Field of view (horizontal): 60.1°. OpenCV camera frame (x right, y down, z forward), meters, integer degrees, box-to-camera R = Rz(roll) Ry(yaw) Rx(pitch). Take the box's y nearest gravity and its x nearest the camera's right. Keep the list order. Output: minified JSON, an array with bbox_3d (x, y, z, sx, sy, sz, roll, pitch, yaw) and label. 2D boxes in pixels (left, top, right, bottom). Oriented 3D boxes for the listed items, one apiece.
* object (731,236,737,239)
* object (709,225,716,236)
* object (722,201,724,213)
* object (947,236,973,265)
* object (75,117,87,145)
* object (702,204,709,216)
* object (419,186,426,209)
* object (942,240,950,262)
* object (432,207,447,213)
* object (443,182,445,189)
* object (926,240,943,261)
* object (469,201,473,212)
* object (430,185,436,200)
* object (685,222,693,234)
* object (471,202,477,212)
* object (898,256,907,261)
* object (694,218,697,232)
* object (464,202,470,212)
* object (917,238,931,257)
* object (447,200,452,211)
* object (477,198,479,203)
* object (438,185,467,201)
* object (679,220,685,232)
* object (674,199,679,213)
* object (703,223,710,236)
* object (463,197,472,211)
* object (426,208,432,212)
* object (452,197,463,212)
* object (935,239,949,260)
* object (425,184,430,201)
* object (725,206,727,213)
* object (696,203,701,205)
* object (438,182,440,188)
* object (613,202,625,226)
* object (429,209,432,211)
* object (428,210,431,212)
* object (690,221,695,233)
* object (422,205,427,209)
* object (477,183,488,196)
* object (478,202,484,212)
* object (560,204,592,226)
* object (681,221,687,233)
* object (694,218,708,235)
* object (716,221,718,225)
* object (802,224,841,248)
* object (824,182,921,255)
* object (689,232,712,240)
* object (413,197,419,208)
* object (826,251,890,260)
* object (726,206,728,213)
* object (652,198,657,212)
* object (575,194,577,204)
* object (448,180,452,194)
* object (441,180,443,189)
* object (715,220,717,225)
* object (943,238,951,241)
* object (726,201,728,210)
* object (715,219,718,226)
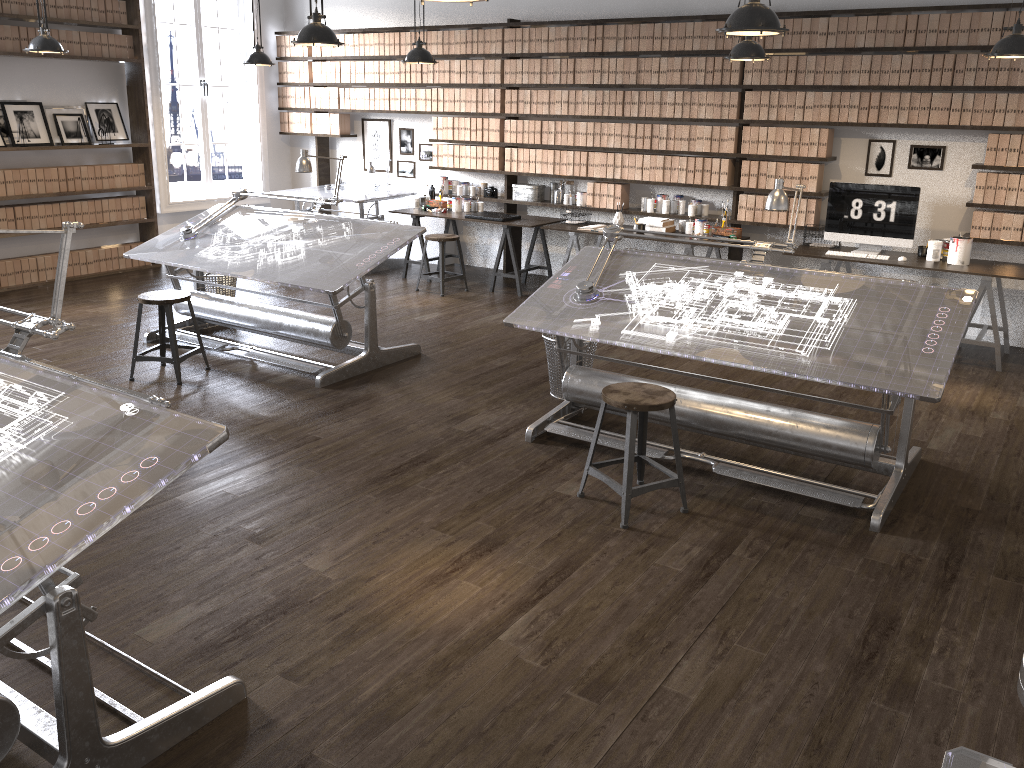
[{"bbox_3d":[1.807,-1.187,7.212,0.049,0.037,0.049,13,20,35],"label":"object"},{"bbox_3d":[1.682,-1.283,7.435,0.060,0.087,0.060,13,20,36],"label":"object"},{"bbox_3d":[1.749,-1.404,7.327,0.055,0.211,0.007,14,19,39],"label":"object"},{"bbox_3d":[3.192,-0.945,6.312,0.144,0.193,0.147,3,16,5],"label":"object"},{"bbox_3d":[-4.061,-2.376,8.334,0.040,0.257,0.125,11,18,32],"label":"object"},{"bbox_3d":[1.685,-1.517,7.724,0.062,0.094,0.062,-6,17,-24],"label":"object"},{"bbox_3d":[-0.903,-1.885,8.939,0.069,0.227,0.068,10,17,29],"label":"object"},{"bbox_3d":[3.161,-0.959,6.416,0.068,0.153,0.069,4,16,9],"label":"object"},{"bbox_3d":[-0.721,-1.715,8.717,0.132,0.050,0.199,-8,19,-26],"label":"object"},{"bbox_3d":[-0.696,-1.939,8.888,0.055,0.190,0.006,11,18,31],"label":"object"},{"bbox_3d":[3.067,-0.965,6.431,0.095,0.143,0.095,-8,18,-30],"label":"object"},{"bbox_3d":[-0.412,-1.770,8.822,0.045,0.100,0.045,11,18,32],"label":"object"},{"bbox_3d":[-0.817,-1.923,9.066,0.069,0.227,0.068,10,17,29],"label":"object"},{"bbox_3d":[1.508,-1.324,7.531,0.062,0.093,0.062,-1,16,-7],"label":"object"},{"bbox_3d":[-0.376,-1.755,8.778,0.062,0.092,0.064,-1,16,-7],"label":"object"},{"bbox_3d":[2.829,-0.907,6.414,0.059,0.028,0.107,11,20,28],"label":"object"},{"bbox_3d":[1.611,-1.348,7.571,0.095,0.126,0.095,10,18,28],"label":"object"},{"bbox_3d":[-0.446,-1.754,8.771,0.062,0.093,0.062,-4,16,-16],"label":"object"},{"bbox_3d":[3.079,-1.017,6.605,0.097,0.140,0.093,5,16,12],"label":"object"},{"bbox_3d":[-0.623,-1.779,8.821,0.050,0.110,0.049,10,18,29],"label":"object"},{"bbox_3d":[-0.345,-1.795,8.840,0.030,0.132,0.004,9,17,28],"label":"object"},{"bbox_3d":[-0.595,-1.933,8.975,0.346,0.144,0.077,-10,19,-33],"label":"object"},{"bbox_3d":[1.474,-1.365,7.659,0.062,0.093,0.062,-3,16,-15],"label":"object"},{"bbox_3d":[1.456,-1.571,7.845,0.045,0.126,0.045,-11,19,-37],"label":"object"},{"bbox_3d":[1.626,-1.284,7.394,0.050,0.110,0.049,12,19,35],"label":"object"},{"bbox_3d":[-0.446,-1.801,8.877,0.095,0.126,0.095,13,20,35],"label":"object"},{"bbox_3d":[-0.817,-1.722,8.771,0.011,0.017,0.173,-6,19,-24],"label":"object"},{"bbox_3d":[-0.545,-1.789,8.814,0.105,0.140,0.105,9,18,25],"label":"object"},{"bbox_3d":[3.147,-0.985,6.501,0.096,0.141,0.097,-12,20,-38],"label":"object"},{"bbox_3d":[-0.863,-1.906,8.996,0.069,0.234,0.068,10,17,29],"label":"object"},{"bbox_3d":[1.758,-1.383,7.314,0.022,0.178,0.006,-10,19,-37],"label":"object"},{"bbox_3d":[1.628,-1.526,7.748,0.044,0.101,0.045,8,17,24],"label":"object"},{"bbox_3d":[-0.714,-1.935,8.897,0.071,0.184,0.008,11,18,33],"label":"object"},{"bbox_3d":[0.962,-1.526,7.963,0.101,0.206,0.103,-2,16,-11],"label":"object"},{"bbox_3d":[-0.816,-1.717,8.764,0.006,0.006,0.158,5,18,12],"label":"object"},{"bbox_3d":[-0.825,-1.719,8.783,0.005,0.005,0.159,-5,19,-21],"label":"object"},{"bbox_3d":[1.542,-1.340,7.582,0.045,0.100,0.045,11,18,32],"label":"object"},{"bbox_3d":[-0.877,-1.778,8.915,0.049,0.037,0.049,10,19,28],"label":"object"},{"bbox_3d":[-0.299,-1.943,8.947,0.107,0.159,0.239,1,17,-1],"label":"object"},{"bbox_3d":[-0.311,-1.758,8.792,0.062,0.093,0.062,-1,16,-7],"label":"object"},{"bbox_3d":[0.584,-1.541,8.065,0.204,0.159,0.286,12,20,32],"label":"object"},{"bbox_3d":[1.486,-1.345,7.596,0.063,0.092,0.063,-3,16,-15],"label":"object"},{"bbox_3d":[1.592,-1.319,7.457,0.105,0.140,0.105,14,21,39],"label":"object"},{"bbox_3d":[1.705,-1.312,7.429,0.041,0.123,0.005,10,17,29],"label":"object"},{"bbox_3d":[2.450,-1.164,6.986,0.285,0.159,0.206,9,18,24],"label":"object"},{"bbox_3d":[2.719,-1.251,6.702,0.646,0.511,0.206,12,19,32],"label":"object"},{"bbox_3d":[1.558,-1.214,7.271,0.197,0.050,0.134,2,17,4],"label":"object"},{"bbox_3d":[-0.969,-1.836,8.981,0.069,0.103,0.069,13,20,36],"label":"object"},{"bbox_3d":[2.562,-0.954,6.569,0.440,0.017,0.120,11,20,27],"label":"object"},{"bbox_3d":[1.763,-1.388,7.319,0.008,0.184,0.072,-3,16,-14],"label":"object"},{"bbox_3d":[1.270,-1.601,7.930,0.045,0.126,0.045,11,18,32],"label":"object"},{"bbox_3d":[0.622,-1.743,8.377,0.045,0.100,0.044,12,19,34],"label":"object"},{"bbox_3d":[-0.642,-2.045,9.176,0.050,0.138,0.051,10,18,30],"label":"object"},{"bbox_3d":[-0.707,-1.941,8.877,0.007,0.211,0.055,-5,16,-21],"label":"object"},{"bbox_3d":[1.692,-1.310,7.410,0.040,0.128,0.005,10,18,30],"label":"object"},{"bbox_3d":[3.232,-1.001,6.557,0.095,0.143,0.095,-12,20,-38],"label":"object"},{"bbox_3d":[1.773,-1.411,7.327,0.020,0.225,0.007,-6,17,-25],"label":"object"},{"bbox_3d":[1.702,-1.309,7.410,0.033,0.146,0.005,11,18,31],"label":"object"}]
